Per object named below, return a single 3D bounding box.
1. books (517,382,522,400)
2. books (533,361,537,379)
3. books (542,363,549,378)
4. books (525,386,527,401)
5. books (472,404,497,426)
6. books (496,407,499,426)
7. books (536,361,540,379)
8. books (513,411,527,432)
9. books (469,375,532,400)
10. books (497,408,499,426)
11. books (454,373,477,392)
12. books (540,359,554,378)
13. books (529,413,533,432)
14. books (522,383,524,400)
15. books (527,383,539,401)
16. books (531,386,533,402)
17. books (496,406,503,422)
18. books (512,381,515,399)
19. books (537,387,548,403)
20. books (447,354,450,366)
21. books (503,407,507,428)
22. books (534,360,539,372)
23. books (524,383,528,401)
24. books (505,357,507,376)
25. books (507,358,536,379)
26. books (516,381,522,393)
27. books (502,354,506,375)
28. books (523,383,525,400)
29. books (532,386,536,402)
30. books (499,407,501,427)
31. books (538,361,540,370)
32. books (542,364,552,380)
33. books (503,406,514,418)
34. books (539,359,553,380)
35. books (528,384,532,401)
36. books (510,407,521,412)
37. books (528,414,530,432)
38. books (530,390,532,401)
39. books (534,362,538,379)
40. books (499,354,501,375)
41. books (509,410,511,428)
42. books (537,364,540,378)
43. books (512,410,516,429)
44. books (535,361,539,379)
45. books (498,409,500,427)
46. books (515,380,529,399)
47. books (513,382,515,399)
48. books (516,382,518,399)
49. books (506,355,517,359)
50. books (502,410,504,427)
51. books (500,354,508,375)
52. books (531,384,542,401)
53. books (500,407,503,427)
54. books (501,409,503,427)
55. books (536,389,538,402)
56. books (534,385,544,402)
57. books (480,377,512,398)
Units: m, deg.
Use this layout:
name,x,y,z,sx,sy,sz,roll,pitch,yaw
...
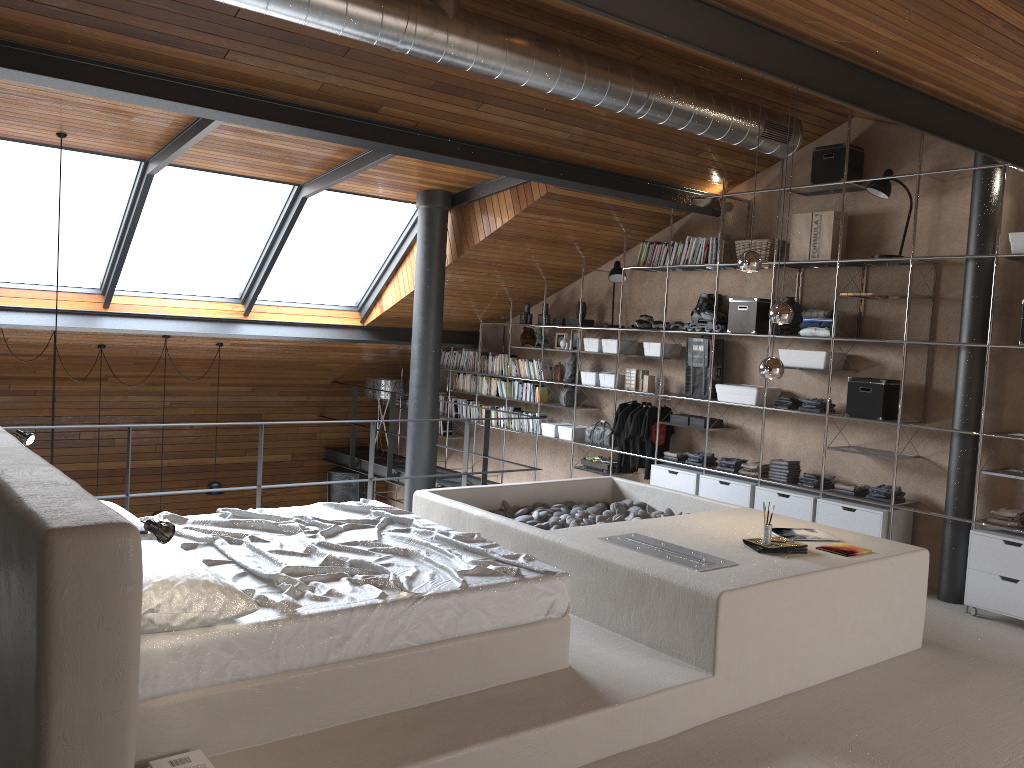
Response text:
name,x,y,z,sx,sy,sz,roll,pitch,yaw
books,0.129,0.077,9.776,0.160,0.187,0.021,1,4,-38
books,0.296,-0.150,9.531,0.127,0.192,0.079,1,4,-38
books,0.361,-0.133,9.434,0.117,0.176,0.074,1,4,-38
books,0.203,0.101,9.660,0.143,0.161,0.019,1,4,-38
books,-0.283,0.352,10.237,0.139,0.211,0.467,1,4,-38
books,-0.112,0.365,10.060,0.155,0.215,0.055,1,4,-38
books,0.325,-0.146,9.488,0.127,0.192,0.079,1,4,-38
books,0.133,0.405,9.737,0.136,0.210,0.273,1,4,-38
books,-0.156,0.029,10.112,0.138,0.212,1.041,1,4,-38
books,-0.106,0.374,10.040,0.123,0.203,0.054,1,4,-38
books,-0.553,-0.023,10.600,0.130,0.216,0.311,1,4,-38
books,0.379,-0.164,9.464,0.177,0.209,0.082,1,4,-38
books,0.268,0.417,9.622,0.191,0.205,0.055,1,4,-38
books,0.172,0.083,9.705,0.129,0.188,0.010,1,4,-38
books,0.226,0.086,9.650,0.146,0.195,0.023,1,4,-38
books,0.265,0.108,9.565,0.130,0.167,0.046,1,4,-38
books,-0.130,0.360,10.070,0.117,0.220,0.054,1,4,-38
books,0.062,0.068,9.843,0.148,0.190,0.013,1,4,-38
books,0.327,0.116,9.501,0.129,0.165,0.056,1,4,-38
books,-0.725,-0.288,10.841,0.125,0.204,0.072,1,4,-38
books,-0.030,0.369,9.912,0.148,0.233,0.053,1,4,-38
books,0.323,-0.158,9.527,0.170,0.209,0.082,1,4,-39
books,0.196,0.085,9.672,0.148,0.190,0.013,1,4,-38
books,-0.010,-0.197,9.933,0.149,0.205,0.049,1,4,-38
books,0.143,-0.173,9.700,0.139,0.206,0.497,1,4,-38
books,0.123,0.065,9.822,0.192,0.204,0.012,1,4,-38
books,-0.043,-0.213,9.938,0.148,0.233,0.053,1,4,-38
books,0.185,0.084,9.679,0.148,0.190,0.013,1,4,-38
books,0.280,0.109,9.558,0.148,0.167,0.053,1,4,-38
books,-0.089,0.372,10.016,0.133,0.218,0.051,1,4,-38
books,0.346,-0.146,9.468,0.125,0.200,0.088,1,4,-38
books,0.363,-0.129,9.421,0.112,0.169,0.068,1,4,-38
books,-0.035,0.366,9.947,0.143,0.236,0.062,1,4,-38
books,0.365,-0.153,9.461,0.161,0.215,0.092,1,4,-38
books,0.242,0.091,9.623,0.148,0.190,0.013,1,4,-38
books,0.046,0.376,9.865,0.148,0.233,0.053,1,4,-38
books,0.249,0.424,9.625,0.169,0.188,0.058,1,4,-38
books,0.251,0.116,9.601,0.128,0.143,0.009,1,4,-38
books,0.316,-0.158,9.534,0.164,0.209,0.084,1,4,-38
books,-0.078,-0.220,10.011,0.143,0.236,0.062,1,4,-38
books,0.033,0.389,9.868,0.149,0.205,0.049,1,4,-38
books,0.331,-0.131,9.471,0.119,0.166,0.072,1,4,-38
books,0.057,0.394,9.838,0.137,0.201,0.047,1,4,-38
books,0.312,-0.147,9.492,0.127,0.192,0.079,1,4,-38
books,-0.095,0.381,10.028,0.126,0.197,0.047,1,4,-38
books,0.112,0.063,9.828,0.191,0.207,0.012,1,4,-38
books,0.092,0.071,9.831,0.169,0.189,0.018,1,4,-38
books,0.111,0.073,9.799,0.148,0.190,0.013,1,4,-38
books,0.003,-0.210,9.930,0.148,0.233,0.053,1,4,-38
books,-0.047,0.387,9.959,0.138,0.191,0.049,1,4,-38
books,-0.073,-0.217,9.976,0.148,0.233,0.053,1,4,-38
books,0.263,0.094,9.595,0.129,0.188,0.010,1,4,-38
books,-0.071,0.373,10.013,0.137,0.216,0.049,1,4,-38
books,-0.063,0.379,9.983,0.131,0.205,0.051,1,4,-38
books,0.315,0.124,9.512,0.131,0.147,0.045,1,4,-38
books,0.299,0.102,9.519,0.129,0.186,0.050,1,4,-38
books,-0.158,0.035,10.083,0.139,0.208,0.494,1,4,-38
